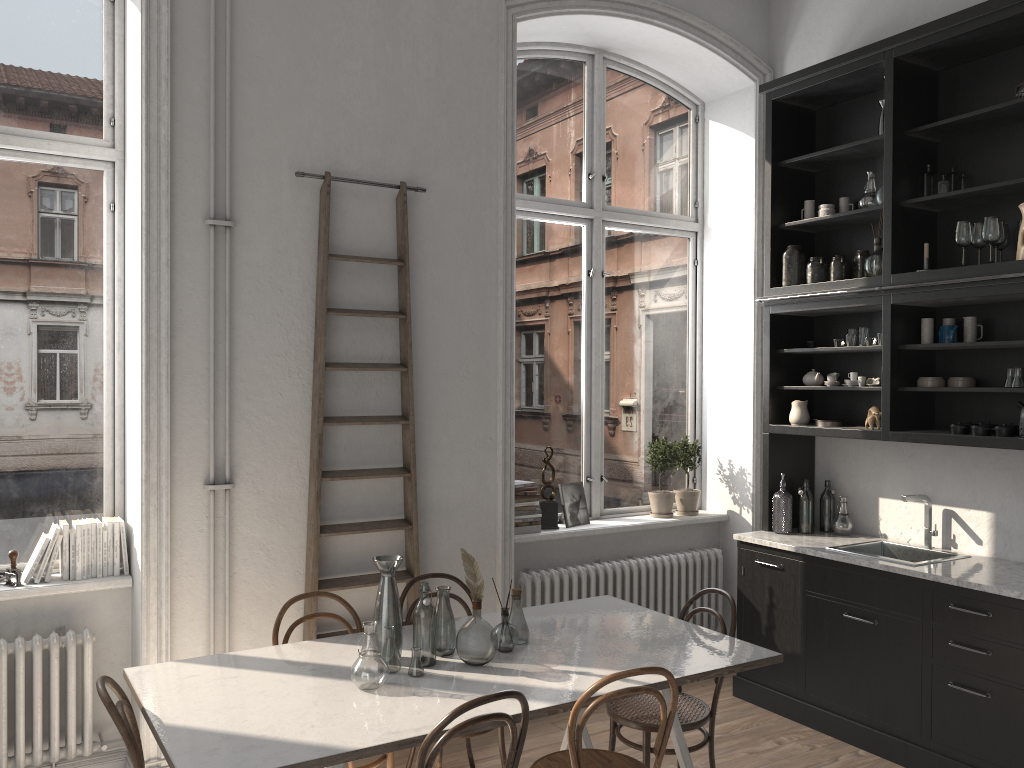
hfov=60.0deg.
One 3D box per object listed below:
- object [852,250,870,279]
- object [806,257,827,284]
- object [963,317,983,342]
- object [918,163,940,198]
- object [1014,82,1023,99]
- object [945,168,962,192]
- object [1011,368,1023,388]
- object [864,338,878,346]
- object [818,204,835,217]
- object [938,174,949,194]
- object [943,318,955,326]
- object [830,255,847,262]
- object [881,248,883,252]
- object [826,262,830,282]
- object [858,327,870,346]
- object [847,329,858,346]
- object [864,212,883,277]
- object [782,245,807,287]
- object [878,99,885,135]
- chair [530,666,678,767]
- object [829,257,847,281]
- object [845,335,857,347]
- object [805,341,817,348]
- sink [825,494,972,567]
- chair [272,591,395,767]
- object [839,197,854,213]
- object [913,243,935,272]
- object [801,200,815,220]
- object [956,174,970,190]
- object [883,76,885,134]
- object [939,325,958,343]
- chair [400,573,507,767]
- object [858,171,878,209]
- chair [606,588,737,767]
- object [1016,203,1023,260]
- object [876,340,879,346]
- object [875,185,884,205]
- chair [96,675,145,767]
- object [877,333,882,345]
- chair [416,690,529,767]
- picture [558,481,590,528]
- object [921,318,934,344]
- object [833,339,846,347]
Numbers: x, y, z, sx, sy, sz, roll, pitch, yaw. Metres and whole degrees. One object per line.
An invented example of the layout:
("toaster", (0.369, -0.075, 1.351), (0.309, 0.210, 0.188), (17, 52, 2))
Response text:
("object", (1.958, -0.651, 4.953), (0.092, 0.184, 0.092), (0, 1, -17))
("object", (1.731, -0.638, 5.037), (0.114, 0.155, 0.114), (0, 1, -28))
("object", (2.303, -0.267, 4.435), (0.082, 0.135, 0.059), (1, 1, 42))
("object", (2.140, -1.033, 4.553), (0.084, 0.199, 0.065), (0, 1, -9))
("object", (2.426, -1.359, 4.149), (0.056, 0.121, 0.167), (0, 0, -6))
("object", (2.266, -1.021, 4.559), (0.065, 0.177, 0.084), (0, 1, -9))
("object", (2.351, -0.028, 4.120), (0.058, 0.094, 0.058), (0, 1, 8))
("object", (1.935, -0.225, 4.782), (0.071, 0.047, 0.071), (0, 0, 6))
("object", (1.820, -0.985, 5.130), (0.096, 0.095, 0.096), (0, 0, 3))
("object", (2.176, -0.994, 4.472), (0.053, 0.125, 0.041), (1, 1, 26))
("object", (2.236, -0.268, 4.557), (0.082, 0.135, 0.059), (0, 1, -3))
("object", (1.884, -0.647, 5.116), (0.092, 0.184, 0.092), (1, 1, 24))
("object", (2.013, -0.650, 4.852), (0.082, 0.185, 0.082), (0, 1, -31))
("object", (1.860, -0.638, 5.252), (0.114, 0.155, 0.114), (0, 0, 14))
("object", (1.925, -0.256, 4.851), (0.060, 0.107, 0.060), (0, 1, -4))
("object", (1.918, -0.256, 4.993), (0.060, 0.107, 0.060), (1, 1, 26))
("object", (1.924, -0.737, 4.665), (0.134, 0.357, 0.134), (0, 1, 14))
("object", (1.640, -0.680, 5.148), (0.118, 0.238, 0.118), (1, 1, 44))
("object", (2.021, -1.418, 4.811), (0.067, 0.231, 0.070), (0, 1, -35))
("chair", (0.295, 1.358, 3.056), (0.438, 0.921, 0.549), (0, 1, -20))
("object", (1.830, -0.634, 4.978), (0.096, 0.150, 0.096), (0, 1, -43))
("object", (1.876, -0.237, 4.907), (0.064, 0.069, 0.064), (0, 0, 16))
("object", (1.775, -0.227, 5.264), (0.071, 0.047, 0.071), (0, 0, 6))
("sink", (2.012, 0.837, 4.599), (0.514, 0.505, 0.526), (0, 0, -31))
("chair", (-0.707, 1.352, 3.587), (0.438, 0.921, 0.549), (0, 1, -33))
("object", (1.920, -1.004, 5.103), (0.059, 0.135, 0.082), (0, 1, -8))
("object", (2.101, -0.638, 4.496), (0.123, 0.161, 0.123), (0, 1, -23))
("object", (1.743, -1.005, 5.209), (0.059, 0.135, 0.082), (0, 1, -3))
("object", (2.265, -0.993, 4.452), (0.044, 0.121, 0.058), (0, 1, -4))
("object", (2.021, -1.467, 4.713), (0.097, 0.330, 0.100), (0, 1, -35))
("object", (2.193, -0.246, 4.458), (0.082, 0.093, 0.140), (0, 0, 24))
("chair", (-0.259, 1.353, 3.953), (0.438, 0.921, 0.549), (0, 1, -24))
("object", (1.958, -1.045, 4.834), (0.132, 0.219, 0.132), (1, 1, 33))
("chair", (0.671, 1.358, 3.782), (0.549, 0.921, 0.438), (0, 1, -19))
("object", (2.339, -0.688, 3.998), (0.094, 0.267, 0.116), (0, 1, 11))
("object", (2.001, -0.225, 4.836), (0.071, 0.047, 0.071), (0, 0, -4))
("object", (1.997, -1.105, 4.707), (0.123, 0.340, 0.118), (0, 1, -13))
("chair", (-1.003, 1.352, 2.785), (0.549, 0.921, 0.438), (0, 1, -23))
("object", (1.972, -0.236, 4.714), (0.064, 0.069, 0.064), (0, 1, -39))
("chair", (-0.223, 1.356, 2.782), (0.438, 0.921, 0.549), (0, 1, -36))
("picture", (0.353, 0.733, 5.410), (0.149, 0.264, 0.221), (1, 1, 42))
("object", (2.136, -0.268, 4.560), (0.059, 0.135, 0.082), (1, 1, 27))
("object", (1.838, -0.226, 4.981), (0.071, 0.047, 0.071), (0, 0, 6))
